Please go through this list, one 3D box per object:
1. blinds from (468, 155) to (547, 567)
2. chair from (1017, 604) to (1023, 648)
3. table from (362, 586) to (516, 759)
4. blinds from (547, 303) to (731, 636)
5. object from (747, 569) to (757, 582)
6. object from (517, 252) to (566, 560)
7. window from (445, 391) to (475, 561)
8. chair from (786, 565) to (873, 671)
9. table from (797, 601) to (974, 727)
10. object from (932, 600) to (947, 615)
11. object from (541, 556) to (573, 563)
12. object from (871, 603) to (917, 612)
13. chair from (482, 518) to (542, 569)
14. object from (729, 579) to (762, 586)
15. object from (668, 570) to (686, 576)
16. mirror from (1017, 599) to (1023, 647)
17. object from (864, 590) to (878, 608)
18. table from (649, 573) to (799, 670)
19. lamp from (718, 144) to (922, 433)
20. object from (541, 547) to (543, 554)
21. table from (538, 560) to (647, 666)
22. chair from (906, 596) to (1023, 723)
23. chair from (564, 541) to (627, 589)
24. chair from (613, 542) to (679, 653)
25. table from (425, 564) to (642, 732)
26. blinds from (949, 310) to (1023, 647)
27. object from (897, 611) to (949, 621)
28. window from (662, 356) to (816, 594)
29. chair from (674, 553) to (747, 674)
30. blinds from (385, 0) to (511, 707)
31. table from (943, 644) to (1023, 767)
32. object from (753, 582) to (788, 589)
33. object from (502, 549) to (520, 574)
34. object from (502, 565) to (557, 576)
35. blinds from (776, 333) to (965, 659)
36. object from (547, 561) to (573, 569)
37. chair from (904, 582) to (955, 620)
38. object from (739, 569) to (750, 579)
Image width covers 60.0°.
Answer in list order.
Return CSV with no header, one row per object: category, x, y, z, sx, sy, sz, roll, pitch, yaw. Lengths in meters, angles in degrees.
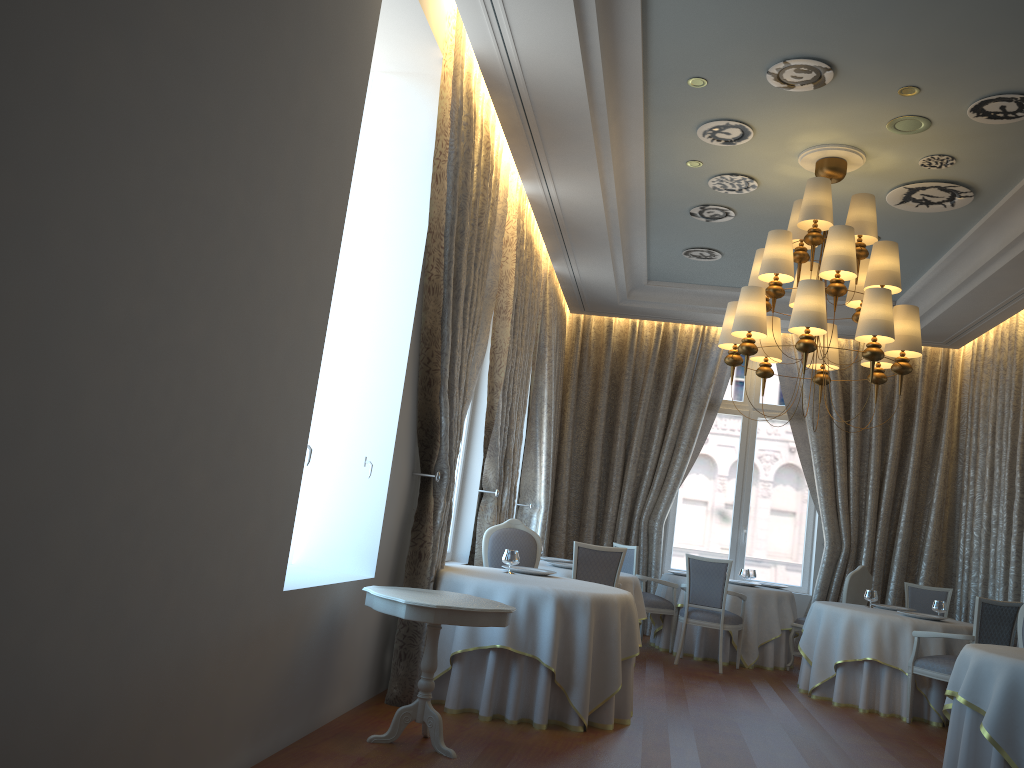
blinds,0.015,0.137,8.674,0.335,4.969,2.257,6,-9,10
chair,3.559,2.033,6.098,0.690,1.233,0.563,13,-10,-30
table,-0.443,1.545,4.732,0.761,0.801,0.760,15,-11,-40
blinds,1.593,0.795,11.638,2.535,4.901,0.386,6,-9,10
object,2.849,2.295,10.571,0.128,0.165,0.128,6,-9,10
object,0.404,0.554,10.788,0.386,4.901,2.121,6,-9,10
window,-0.454,-0.135,7.515,0.259,3.306,1.882,6,-9,10
chair,3.461,2.551,9.633,0.563,1.233,0.690,15,-11,-39
table,3.536,2.573,8.221,1.663,0.890,1.667,4,-9,24
object,3.912,2.070,8.120,0.128,0.165,0.128,6,-9,10
object,0.474,1.849,9.302,0.419,0.036,0.419,6,-9,9
object,3.743,2.200,8.701,0.419,0.036,0.419,6,-9,9
chair,0.028,1.702,7.062,0.563,1.233,0.690,10,-9,-15
object,2.558,2.214,9.862,0.419,0.036,0.419,6,-9,9
object,2.006,2.198,10.251,0.419,0.036,0.419,6,-9,9
mirror,4.400,1.485,6.630,0.385,2.564,2.251,6,-9,10
object,3.476,2.081,8.586,0.128,0.165,0.128,6,-9,10
table,2.450,2.730,10.240,1.667,0.890,1.663,3,-10,28
lamp,2.358,-0.734,6.768,1.373,2.121,1.373,15,-11,-42
object,0.254,1.726,9.111,0.128,0.165,0.128,6,-9,10
table,0.482,2.244,8.775,1.667,0.890,1.663,7,-8,4
chair,3.711,2.284,7.251,0.650,1.108,0.629,11,-9,-20
chair,0.599,1.935,7.716,0.650,1.108,0.629,10,-9,-15
chair,1.459,2.395,10.008,0.629,1.108,0.650,12,-9,-25
table,0.072,1.803,6.206,1.663,0.890,1.667,8,-8,-1
blinds,5.185,0.846,8.878,0.238,4.819,4.439,6,-9,10
object,3.655,2.067,7.897,0.419,0.036,0.419,6,-9,9
window,3.112,0.987,11.788,1.881,3.306,0.196,6,-9,10
chair,2.039,2.347,9.170,0.650,1.108,0.629,4,-9,25
blinds,-0.383,-0.277,6.283,0.315,4.930,2.204,6,-9,10
table,3.438,2.101,5.169,1.663,0.890,1.667,8,-8,-1
object,2.984,2.332,10.266,0.419,0.036,0.419,6,-9,9
object,-0.010,1.284,6.407,0.128,0.165,0.128,9,-9,-8
object,0.128,1.410,6.684,0.419,0.036,0.419,6,-9,9
blinds,4.408,1.099,11.139,2.476,4.901,0.386,6,-9,10
object,0.534,1.719,8.380,0.419,0.036,0.419,6,-9,9
chair,4.314,2.674,9.302,0.650,1.108,0.629,3,-10,30
object,2.668,2.211,10.177,0.128,0.165,0.128,6,-9,10
